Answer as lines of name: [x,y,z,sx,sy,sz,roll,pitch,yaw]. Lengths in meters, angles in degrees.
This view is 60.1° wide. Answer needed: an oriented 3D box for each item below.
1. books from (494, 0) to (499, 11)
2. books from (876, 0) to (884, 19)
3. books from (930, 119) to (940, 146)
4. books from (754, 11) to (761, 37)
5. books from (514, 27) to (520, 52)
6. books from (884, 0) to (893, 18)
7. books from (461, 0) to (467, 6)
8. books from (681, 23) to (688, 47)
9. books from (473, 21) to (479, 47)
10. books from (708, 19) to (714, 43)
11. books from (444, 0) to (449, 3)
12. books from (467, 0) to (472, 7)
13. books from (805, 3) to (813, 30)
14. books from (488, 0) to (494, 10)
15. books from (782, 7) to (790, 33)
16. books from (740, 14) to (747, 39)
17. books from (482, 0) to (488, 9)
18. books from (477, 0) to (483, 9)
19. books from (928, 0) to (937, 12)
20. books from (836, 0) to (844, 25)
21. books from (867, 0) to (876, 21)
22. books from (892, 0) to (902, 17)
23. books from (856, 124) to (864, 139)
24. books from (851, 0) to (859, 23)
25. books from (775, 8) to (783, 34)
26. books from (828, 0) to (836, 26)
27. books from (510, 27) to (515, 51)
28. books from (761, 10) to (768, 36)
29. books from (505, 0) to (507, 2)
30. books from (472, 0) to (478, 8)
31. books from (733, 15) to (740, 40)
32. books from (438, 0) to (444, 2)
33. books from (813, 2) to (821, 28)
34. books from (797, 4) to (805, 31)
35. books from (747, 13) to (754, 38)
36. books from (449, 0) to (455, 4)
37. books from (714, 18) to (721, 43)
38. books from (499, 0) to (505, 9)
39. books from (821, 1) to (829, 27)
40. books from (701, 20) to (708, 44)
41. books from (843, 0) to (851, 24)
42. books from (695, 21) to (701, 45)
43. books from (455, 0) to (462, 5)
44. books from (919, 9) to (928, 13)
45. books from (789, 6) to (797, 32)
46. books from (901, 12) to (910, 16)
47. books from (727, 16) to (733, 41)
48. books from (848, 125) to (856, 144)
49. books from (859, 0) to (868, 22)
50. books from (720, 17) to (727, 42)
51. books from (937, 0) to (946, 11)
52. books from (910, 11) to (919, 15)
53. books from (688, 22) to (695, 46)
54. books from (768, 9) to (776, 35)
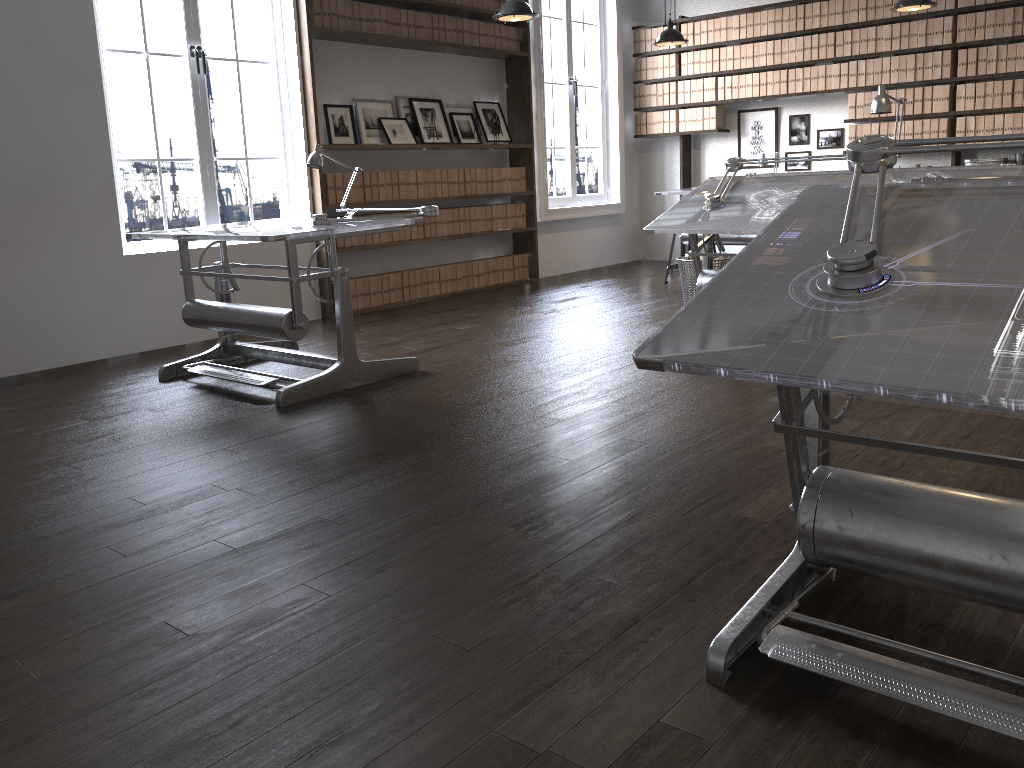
books: [-0.203,-3.338,7.741,0.175,0.223,0.067,7,14,40]
books: [3.213,-3.264,7.668,0.067,0.223,0.175,6,14,39]
books: [3.627,-2.144,7.557,0.067,0.223,0.176,6,14,39]
books: [2.358,-3.392,8.377,0.067,0.223,0.175,6,14,39]
books: [-0.017,-3.089,7.997,0.175,0.223,0.067,7,14,40]
books: [3.264,-3.255,7.620,0.067,0.223,0.175,6,14,39]
books: [-0.463,-3.255,7.431,0.175,0.223,0.067,7,14,40]
books: [1.766,-3.481,8.868,0.067,0.223,0.176,6,14,39]
books: [-0.370,-2.976,7.580,0.175,0.223,0.067,7,14,40]
books: [1.989,-3.447,8.683,0.067,0.223,0.175,6,14,39]
books: [-0.602,-3.212,7.274,0.175,0.223,0.067,7,14,40]
books: [-0.424,-3.268,7.479,0.175,0.223,0.067,7,14,40]
books: [2.736,-3.335,8.064,0.067,0.223,0.176,6,14,39]
books: [-0.245,-3.323,7.684,0.175,0.223,0.067,7,14,40]
books: [2.569,-3.360,8.198,0.067,0.223,0.176,6,14,39]
books: [2.247,-3.407,8.462,0.067,0.224,0.176,6,14,39]
books: [-0.294,-3.310,7.634,0.175,0.223,0.067,7,14,40]
books: [-0.339,-3.295,7.581,0.175,0.223,0.067,7,14,40]
books: [3.537,-3.215,7.399,0.067,0.223,0.175,6,14,39]
books: [2.946,-3.302,7.880,0.067,0.224,0.176,6,14,39]
books: [3.158,-3.271,7.711,0.067,0.223,0.176,6,14,39]
books: [3.318,-3.246,7.572,0.067,0.223,0.176,6,14,39]
books: [3.152,-2.215,7.950,0.067,0.223,0.176,6,14,39]
books: [3.048,-3.287,7.800,0.067,0.223,0.176,6,14,39]
books: [2.518,-3.366,8.235,0.067,0.224,0.176,6,14,39]
books: [2.898,-3.311,7.928,0.067,0.223,0.176,6,14,39]
books: [-0.061,-3.075,7.944,0.175,0.223,0.067,7,14,40]
books: [2.409,-3.383,8.330,0.067,0.223,0.175,6,14,39]
books: [-0.108,-3.369,7.853,0.175,0.223,0.067,7,14,40]
books: [-0.378,-3.281,7.526,0.175,0.224,0.067,7,14,40]
books: [2.193,-3.416,8.510,0.067,0.223,0.176,6,14,39]
books: [-0.642,-3.197,7.217,0.175,0.224,0.067,7,14,40]
books: [2.787,-3.326,8.015,0.067,0.223,0.175,6,14,39]
books: [2.674,-3.343,8.107,0.067,0.224,0.176,6,14,39]
books: [2.304,-3.400,8.420,0.067,0.223,0.176,6,14,39]
books: [-0.556,-3.226,7.325,0.175,0.223,0.067,7,14,40]
books: [2.044,-3.439,8.637,0.067,0.223,0.176,6,14,39]
books: [-0.151,-3.353,7.793,0.175,0.224,0.067,7,14,40]
books: [2.844,-3.319,7.973,0.067,0.223,0.175,6,14,39]
books: [1.932,-3.455,8.725,0.067,0.223,0.175,6,14,39]
books: [3.000,-3.295,7.841,0.067,0.223,0.176,6,14,39]
books: [1.881,-3.464,8.773,0.067,0.223,0.176,6,14,39]
books: [-0.508,-3.240,7.375,0.175,0.224,0.067,7,14,40]
books: [3.482,-3.223,7.442,0.067,0.223,0.176,6,14,39]
books: [2.621,-3.352,8.159,0.067,0.223,0.176,6,14,39]
books: [3.373,-3.237,7.526,0.067,0.224,0.176,6,14,39]
books: [2.146,-3.423,8.551,0.067,0.223,0.176,6,14,39]
books: [3.097,-2.222,7.989,0.067,0.224,0.176,6,14,39]
books: [3.102,-3.279,7.752,0.067,0.224,0.176,6,14,39]
books: [2.091,-3.430,8.590,0.067,0.224,0.176,6,14,39]
books: [3.588,-3.206,7.351,0.067,0.223,0.175,6,14,39]
books: [3.424,-3.231,7.489,0.067,0.223,0.176,6,14,39]
books: [1.820,-3.471,8.817,0.067,0.224,0.176,6,14,39]
books: [2.463,-3.374,8.281,0.067,0.223,0.176,6,14,39]
